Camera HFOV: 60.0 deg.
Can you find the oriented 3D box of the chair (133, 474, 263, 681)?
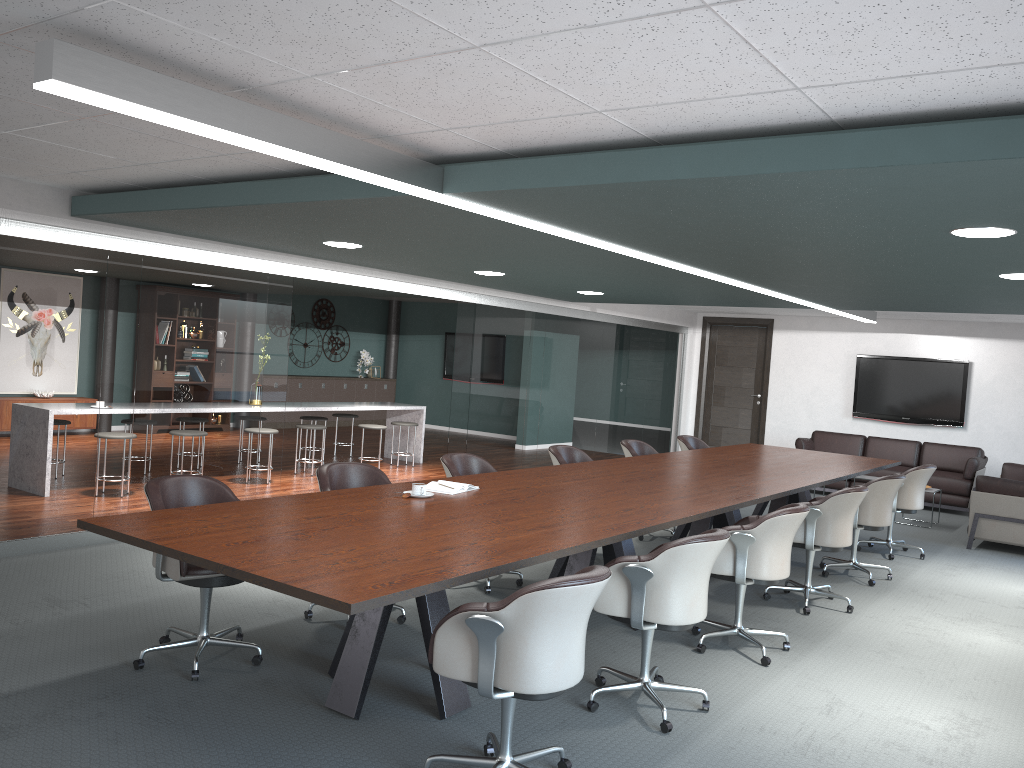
[{"bbox_3d":[-1.334,0.800,3.814,0.518,0.761,0.535,6,3,41],"label":"chair"}]

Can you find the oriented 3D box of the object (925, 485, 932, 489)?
[{"bbox_3d":[4.038,1.025,8.861,0.281,0.028,0.281,2,3,-42],"label":"object"}]

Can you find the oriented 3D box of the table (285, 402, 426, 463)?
[{"bbox_3d":[-2.639,0.564,9.124,0.609,0.699,4.577,5,2,35],"label":"table"}]

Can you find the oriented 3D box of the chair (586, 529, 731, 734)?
[{"bbox_3d":[0.600,0.943,3.632,0.523,0.761,0.533,5,2,17],"label":"chair"}]

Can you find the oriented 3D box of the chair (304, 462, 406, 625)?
[{"bbox_3d":[-0.786,0.813,4.588,0.535,0.761,0.518,3,2,-34],"label":"chair"}]

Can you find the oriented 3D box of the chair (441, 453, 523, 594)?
[{"bbox_3d":[-0.201,0.827,5.414,0.518,0.761,0.535,6,3,41],"label":"chair"}]

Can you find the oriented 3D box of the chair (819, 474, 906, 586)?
[{"bbox_3d":[2.481,0.989,6.290,0.523,0.761,0.533,5,2,21],"label":"chair"}]

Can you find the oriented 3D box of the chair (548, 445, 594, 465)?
[{"bbox_3d":[0.492,0.844,6.395,0.518,0.761,0.535,6,3,41],"label":"chair"}]

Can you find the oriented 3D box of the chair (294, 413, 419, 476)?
[{"bbox_3d":[-2.676,0.654,9.186,1.479,0.512,4.029,5,2,35],"label":"chair"}]

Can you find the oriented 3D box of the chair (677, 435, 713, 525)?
[{"bbox_3d":[1.754,0.875,8.180,0.518,0.761,0.535,6,3,41],"label":"chair"}]

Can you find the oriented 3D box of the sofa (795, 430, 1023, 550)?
[{"bbox_3d":[4.624,1.059,9.371,1.976,0.728,4.057,4,2,-12],"label":"sofa"}]

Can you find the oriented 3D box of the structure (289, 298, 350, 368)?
[{"bbox_3d":[-3.309,-0.846,14.641,0.017,1.178,1.791,5,2,35],"label":"structure"}]

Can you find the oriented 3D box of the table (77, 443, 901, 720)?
[{"bbox_3d":[0.921,0.933,5.500,1.374,0.706,6.694,5,2,35],"label":"table"}]

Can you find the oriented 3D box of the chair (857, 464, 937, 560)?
[{"bbox_3d":[3.127,1.006,7.191,0.518,0.761,0.535,6,3,41],"label":"chair"}]

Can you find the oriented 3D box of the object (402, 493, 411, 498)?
[{"bbox_3d":[-0.487,0.514,4.094,0.044,0.021,0.041,5,2,28],"label":"object"}]

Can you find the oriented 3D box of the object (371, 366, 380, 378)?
[{"bbox_3d":[-2.386,-0.205,15.534,0.174,0.207,0.042,3,2,-35],"label":"object"}]

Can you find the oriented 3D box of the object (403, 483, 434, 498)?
[{"bbox_3d":[-0.437,0.498,4.161,0.146,0.056,0.146,3,2,-30],"label":"object"}]

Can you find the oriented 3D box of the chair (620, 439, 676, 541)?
[{"bbox_3d":[1.118,0.860,7.266,0.523,0.761,0.533,5,2,17],"label":"chair"}]

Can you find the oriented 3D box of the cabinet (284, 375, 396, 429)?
[{"bbox_3d":[-5.798,0.220,10.938,0.402,0.820,12.287,5,2,35],"label":"cabinet"}]

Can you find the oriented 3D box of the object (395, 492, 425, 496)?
[{"bbox_3d":[-0.477,0.515,4.121,0.155,0.012,0.034,4,2,12],"label":"object"}]

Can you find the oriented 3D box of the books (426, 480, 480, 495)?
[{"bbox_3d":[-0.306,0.510,4.429,0.180,0.032,0.285,5,2,26],"label":"books"}]

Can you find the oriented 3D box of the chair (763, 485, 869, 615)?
[{"bbox_3d":[1.871,0.975,5.415,0.518,0.761,0.535,6,3,41],"label":"chair"}]

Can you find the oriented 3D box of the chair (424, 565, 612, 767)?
[{"bbox_3d":[0.030,0.930,2.812,0.518,0.761,0.535,6,3,41],"label":"chair"}]

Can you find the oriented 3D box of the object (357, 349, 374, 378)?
[{"bbox_3d":[-2.542,-0.354,15.427,0.221,0.495,0.600,4,2,9],"label":"object"}]

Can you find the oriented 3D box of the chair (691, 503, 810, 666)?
[{"bbox_3d":[1.200,0.958,4.482,0.523,0.761,0.533,4,2,11],"label":"chair"}]

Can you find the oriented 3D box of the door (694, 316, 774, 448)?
[{"bbox_3d":[3.131,0.131,12.537,1.038,2.130,0.139,5,2,35],"label":"door"}]

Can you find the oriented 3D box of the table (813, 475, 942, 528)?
[{"bbox_3d":[3.656,1.177,9.271,1.477,0.359,0.926,5,2,35],"label":"table"}]
